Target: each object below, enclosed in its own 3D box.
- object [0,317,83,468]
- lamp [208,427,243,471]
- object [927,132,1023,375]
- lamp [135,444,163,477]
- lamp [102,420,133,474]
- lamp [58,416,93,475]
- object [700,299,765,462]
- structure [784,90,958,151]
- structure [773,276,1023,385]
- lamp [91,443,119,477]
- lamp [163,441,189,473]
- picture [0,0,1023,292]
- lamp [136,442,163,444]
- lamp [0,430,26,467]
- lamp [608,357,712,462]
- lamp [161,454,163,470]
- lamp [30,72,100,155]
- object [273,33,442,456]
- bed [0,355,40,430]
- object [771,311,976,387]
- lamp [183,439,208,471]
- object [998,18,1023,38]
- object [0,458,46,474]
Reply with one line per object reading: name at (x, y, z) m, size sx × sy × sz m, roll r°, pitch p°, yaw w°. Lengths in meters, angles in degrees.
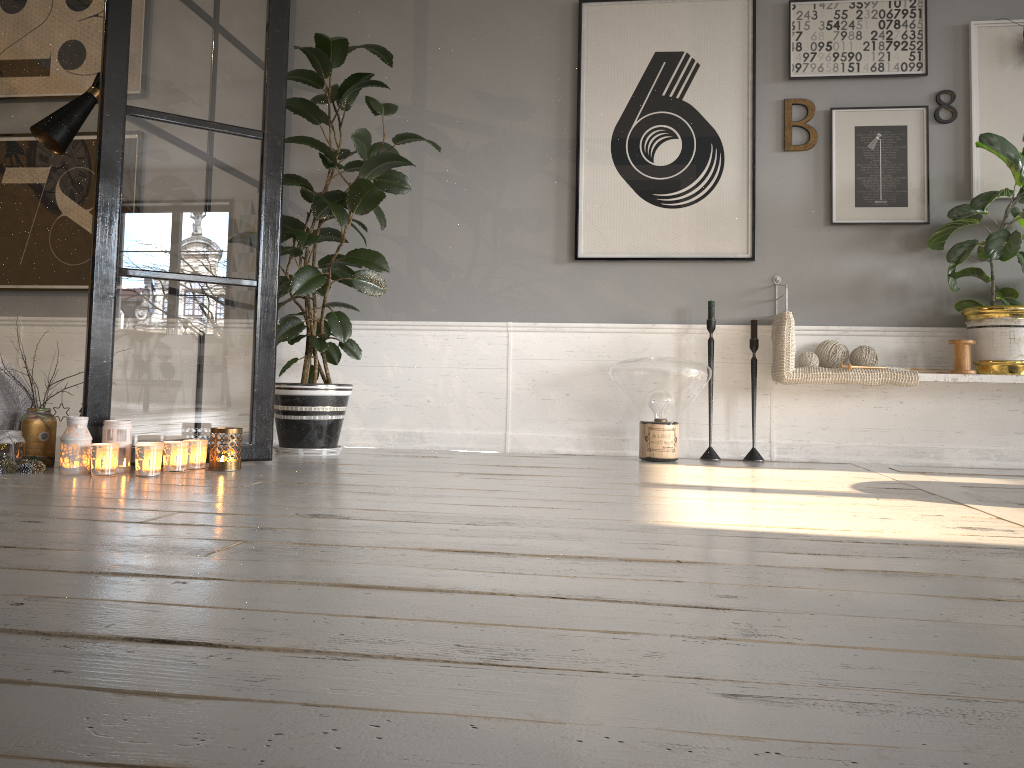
object at (-1.576, 0.020, 3.007) m, size 0.436 × 0.524 × 0.278 m, roll 3°, pitch -4°, yaw -41°
lamp at (-0.970, 0.220, 3.000) m, size 0.107 × 0.141 × 0.107 m, roll 3°, pitch -3°, yaw -28°
object at (2.023, -0.518, 3.611) m, size 0.510 × 0.967 × 0.544 m, roll 2°, pitch -3°, yaw -6°
lamp at (-1.130, 0.238, 2.752) m, size 0.080 × 0.099 × 0.080 m, roll 3°, pitch -3°, yaw -41°
lamp at (-1.270, 0.202, 2.846) m, size 0.092 × 0.167 × 0.089 m, roll 3°, pitch -3°, yaw -25°
lamp at (-1.378, 0.194, 2.797) m, size 0.092 × 0.180 × 0.092 m, roll 0°, pitch -4°, yaw 29°
object at (0.961, -0.021, 3.857) m, size 0.279 × 0.704 × 0.091 m, roll 1°, pitch -4°, yaw 1°
structure at (1.599, -1.176, 3.958) m, size 0.739 × 0.264 × 0.024 m, roll 1°, pitch -4°, yaw 8°
structure at (2.518, -0.213, 3.609) m, size 2.775 × 0.488 × 0.307 m, roll 1°, pitch -3°, yaw 8°
lamp at (-1.263, 0.235, 2.743) m, size 0.080 × 0.099 × 0.080 m, roll 2°, pitch -3°, yaw -27°
lamp at (-1.104, 0.238, 2.900) m, size 0.080 × 0.099 × 0.080 m, roll 3°, pitch -3°, yaw -41°
picture at (0.239, -1.312, 2.126) m, size 7.293 × 1.802 × 4.028 m, roll 1°, pitch -1°, yaw 8°
lamp at (-1.162, 0.237, 2.835) m, size 0.080 × 0.099 × 0.080 m, roll 3°, pitch -3°, yaw -41°
lamp at (-1.611, 0.215, 2.827) m, size 0.096 × 0.132 × 0.108 m, roll 2°, pitch -3°, yaw -21°
lamp at (0.624, 0.105, 3.753) m, size 0.432 × 0.439 × 0.431 m, roll 0°, pitch -2°, yaw 30°
lamp at (-1.179, 0.241, 2.965) m, size 0.063 × 0.091 × 0.063 m, roll 2°, pitch -3°, yaw -10°
lamp at (-1.693, -0.491, 3.487) m, size 0.232 × 1.532 × 0.402 m, roll -2°, pitch -5°, yaw 38°
object at (-0.968, -0.607, 2.249) m, size 1.011 × 1.800 × 3.885 m, roll 1°, pitch -1°, yaw 8°
bed at (-2.903, -0.140, 2.546) m, size 2.322 × 0.773 × 1.892 m, roll 1°, pitch -1°, yaw 9°
object at (1.511, -0.141, 3.722) m, size 0.785 × 0.308 × 0.328 m, roll 1°, pitch -2°, yaw 9°
lamp at (-1.070, 0.239, 2.984) m, size 0.080 × 0.099 × 0.080 m, roll 3°, pitch -3°, yaw -41°
object at (2.567, -1.472, 3.812) m, size 0.914 × 0.341 × 0.057 m, roll 1°, pitch -4°, yaw 8°
object at (-1.622, 0.256, 2.731) m, size 0.326 × 0.054 × 0.087 m, roll 1°, pitch -1°, yaw -28°
